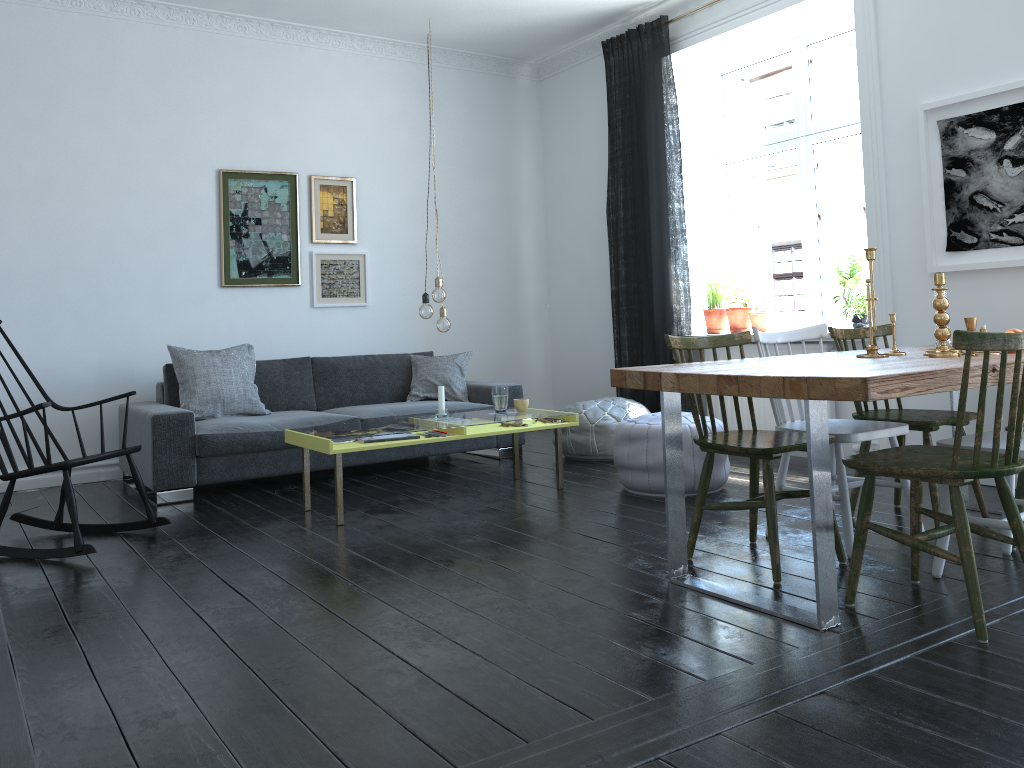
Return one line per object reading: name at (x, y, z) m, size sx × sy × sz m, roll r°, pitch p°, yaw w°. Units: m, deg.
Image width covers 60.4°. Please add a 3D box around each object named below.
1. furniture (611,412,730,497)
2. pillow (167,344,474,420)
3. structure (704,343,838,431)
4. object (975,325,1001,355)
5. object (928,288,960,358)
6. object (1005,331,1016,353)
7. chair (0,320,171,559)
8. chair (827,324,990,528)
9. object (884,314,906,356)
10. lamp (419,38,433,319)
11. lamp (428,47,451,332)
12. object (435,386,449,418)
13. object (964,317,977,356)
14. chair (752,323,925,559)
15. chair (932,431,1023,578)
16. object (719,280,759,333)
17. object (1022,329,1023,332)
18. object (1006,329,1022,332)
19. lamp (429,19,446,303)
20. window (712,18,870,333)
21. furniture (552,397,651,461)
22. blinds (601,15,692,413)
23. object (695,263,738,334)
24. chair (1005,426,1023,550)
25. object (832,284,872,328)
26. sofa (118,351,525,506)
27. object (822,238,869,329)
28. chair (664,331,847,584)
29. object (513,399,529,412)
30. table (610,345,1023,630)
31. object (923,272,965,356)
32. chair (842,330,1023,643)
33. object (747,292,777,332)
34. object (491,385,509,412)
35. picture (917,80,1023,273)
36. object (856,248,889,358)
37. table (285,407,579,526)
furniture at (0.846, 0.363, 4.652) m, size 0.611 × 0.421 × 0.613 m, roll -3°, pitch 2°, yaw -39°
pillow at (-1.193, -0.061, 5.845) m, size 2.058 × 0.494 × 0.477 m, roll -4°, pitch 1°, yaw -29°
structure at (1.632, 0.057, 5.602) m, size 0.073 × 0.630 × 1.062 m, roll 0°, pitch 1°, yaw -33°
object at (1.718, -0.162, 3.207) m, size 0.102 × 0.114 × 0.102 m, roll -2°, pitch 0°, yaw 43°
object at (1.533, -0.218, 3.141) m, size 0.101 × 0.249 × 0.100 m, roll -2°, pitch -2°, yaw -10°
object at (1.825, -0.150, 3.227) m, size 0.089 × 0.084 × 0.084 m, roll -2°, pitch 0°, yaw -21°
chair at (-2.067, 0.199, 3.881) m, size 0.904 × 1.010 × 0.611 m, roll -2°, pitch -1°, yaw 12°
chair at (1.677, 0.156, 3.764) m, size 0.468 × 0.832 × 0.483 m, roll -1°, pitch -2°, yaw -35°
object at (1.472, -0.191, 3.395) m, size 0.080 × 0.161 × 0.080 m, roll -3°, pitch -2°, yaw 14°
lamp at (-0.462, -1.085, 4.561) m, size 0.086 × 1.505 × 0.074 m, roll -3°, pitch -3°, yaw 18°
lamp at (-0.383, -1.019, 4.623) m, size 0.074 × 1.505 × 0.088 m, roll -2°, pitch -3°, yaw -9°
object at (-0.380, 0.094, 4.749) m, size 0.074 × 0.174 × 0.074 m, roll -2°, pitch -2°, yaw 2°
object at (1.628, -0.165, 3.117) m, size 0.049 × 0.140 × 0.049 m, roll -1°, pitch -3°, yaw -33°
chair at (1.256, 0.181, 3.509) m, size 0.467 × 0.847 × 0.507 m, roll -1°, pitch -2°, yaw -33°
chair at (1.700, 0.208, 2.847) m, size 0.467 × 0.847 × 0.507 m, roll -1°, pitch -2°, yaw -33°
object at (1.576, -0.534, 6.071) m, size 0.235 × 0.372 × 0.257 m, roll -2°, pitch -1°, yaw -21°
object at (2.036, -0.178, 3.459) m, size 0.088 × 0.090 × 0.083 m, roll -2°, pitch 0°, yaw -43°
object at (1.958, -0.171, 3.429) m, size 0.083 × 0.088 × 0.091 m, roll -2°, pitch 0°, yaw -7°
lamp at (-0.405, -1.171, 4.592) m, size 0.074 × 1.505 × 0.074 m, roll -3°, pitch -3°, yaw 14°
window at (1.951, -1.344, 5.873) m, size 0.107 × 1.996 × 1.563 m, roll 0°, pitch -1°, yaw -33°
furniture at (0.605, 0.285, 5.846) m, size 0.680 × 0.384 × 0.678 m, roll -4°, pitch 3°, yaw -33°
blinds at (0.931, -1.076, 6.311) m, size 0.112 × 2.989 × 0.800 m, roll 0°, pitch -3°, yaw -35°
object at (1.465, -0.606, 6.251) m, size 0.299 × 0.502 × 0.334 m, roll -3°, pitch -1°, yaw 40°
chair at (2.083, 0.182, 3.141) m, size 0.468 × 0.831 × 0.483 m, roll -1°, pitch -2°, yaw -35°
object at (2.053, -0.455, 5.178) m, size 0.286 × 0.296 × 0.283 m, roll -2°, pitch 0°, yaw -29°
sofa at (-1.180, 0.184, 5.707) m, size 2.377 × 0.726 × 1.081 m, roll -4°, pitch 3°, yaw -33°
object at (2.059, -0.603, 5.374) m, size 0.327 × 0.569 × 0.392 m, roll -3°, pitch -1°, yaw 21°
chair at (0.874, 0.222, 3.214) m, size 0.468 × 0.831 × 0.483 m, roll -1°, pitch -2°, yaw -35°
object at (0.052, 0.120, 4.932) m, size 0.087 × 0.067 × 0.087 m, roll -2°, pitch 1°, yaw -5°
table at (1.560, 0.249, 3.238) m, size 2.231 × 0.719 × 1.015 m, roll -4°, pitch 2°, yaw -33°
object at (1.600, -0.260, 3.279) m, size 0.140 × 0.312 × 0.140 m, roll -2°, pitch -2°, yaw 9°
chair at (1.280, 0.248, 2.592) m, size 0.468 × 0.832 × 0.483 m, roll -1°, pitch -2°, yaw -35°
object at (1.673, -0.479, 5.889) m, size 0.194 × 0.279 × 0.176 m, roll -2°, pitch -1°, yaw 24°
object at (-0.066, 0.082, 4.951) m, size 0.097 × 0.147 × 0.097 m, roll -2°, pitch -1°, yaw 17°
picture at (2.382, -1.017, 4.371) m, size 0.083 × 0.892 × 0.685 m, roll 0°, pitch -1°, yaw -33°
object at (1.344, -0.304, 3.311) m, size 0.113 × 0.413 × 0.113 m, roll -3°, pitch -3°, yaw 19°
table at (-0.387, 0.394, 4.552) m, size 1.403 × 0.401 × 0.599 m, roll -4°, pitch 3°, yaw -33°
